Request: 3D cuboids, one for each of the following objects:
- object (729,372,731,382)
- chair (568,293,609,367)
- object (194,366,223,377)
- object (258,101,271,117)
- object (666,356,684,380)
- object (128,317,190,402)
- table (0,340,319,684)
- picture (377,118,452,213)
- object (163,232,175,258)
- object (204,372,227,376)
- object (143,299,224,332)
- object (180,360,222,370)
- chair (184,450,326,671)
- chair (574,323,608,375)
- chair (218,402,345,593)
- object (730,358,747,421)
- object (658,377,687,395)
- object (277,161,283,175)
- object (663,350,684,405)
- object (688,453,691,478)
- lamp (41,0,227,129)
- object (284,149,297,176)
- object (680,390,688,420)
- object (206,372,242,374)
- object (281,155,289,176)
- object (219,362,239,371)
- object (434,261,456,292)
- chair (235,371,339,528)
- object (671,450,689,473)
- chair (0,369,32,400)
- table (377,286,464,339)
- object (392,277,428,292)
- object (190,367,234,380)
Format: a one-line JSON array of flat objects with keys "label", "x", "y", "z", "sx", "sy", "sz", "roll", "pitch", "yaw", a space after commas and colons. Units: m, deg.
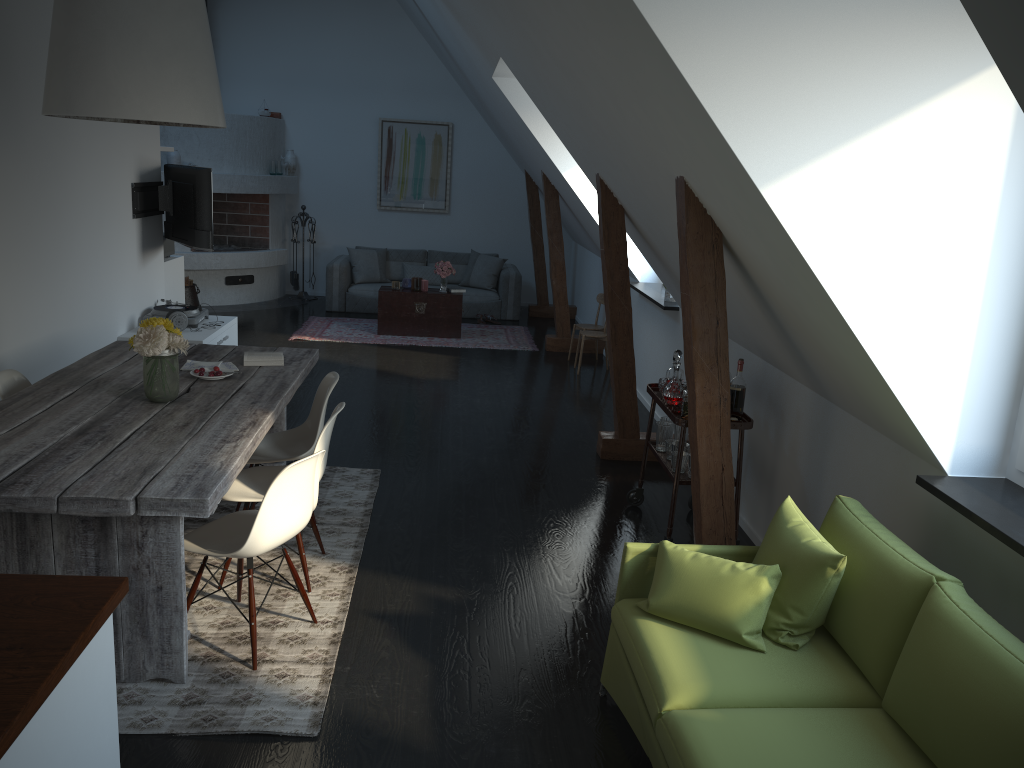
[{"label": "object", "x": 1.093, "y": 0.003, "z": 4.596, "sx": 0.067, "sy": 0.257, "sz": 0.099, "roll": 4, "pitch": 14, "yaw": 0}, {"label": "chair", "x": 0.796, "y": -0.547, "z": 8.872, "sx": 0.342, "sy": 0.696, "sz": 0.329, "roll": -2, "pitch": 15, "yaw": -21}, {"label": "object", "x": -1.474, "y": -0.057, "z": 4.312, "sx": 0.132, "sy": 0.034, "sz": 0.144, "roll": -5, "pitch": 16, "yaw": -32}, {"label": "object", "x": -3.154, "y": -3.514, "z": 11.297, "sx": 0.066, "sy": 0.221, "sz": 0.231, "roll": 10, "pitch": 15, "yaw": 25}, {"label": "object", "x": 0.904, "y": -0.061, "z": 4.914, "sx": 0.087, "sy": 0.206, "sz": 0.087, "roll": 9, "pitch": 14, "yaw": 20}, {"label": "object", "x": -1.522, "y": -0.107, "z": 3.827, "sx": 0.233, "sy": 0.365, "sz": 0.293, "roll": -5, "pitch": 16, "yaw": -33}, {"label": "table", "x": -1.626, "y": 0.435, "z": 4.005, "sx": 1.141, "sy": 0.788, "sz": 2.421, "roll": 2, "pitch": 14, "yaw": -4}, {"label": "picture", "x": -1.311, "y": -2.923, "z": 11.887, "sx": 0.965, "sy": 1.185, "sz": 0.025, "roll": 2, "pitch": 14, "yaw": -4}, {"label": "object", "x": -3.185, "y": -1.185, "z": 7.605, "sx": 0.435, "sy": 0.211, "sz": 0.496, "roll": 2, "pitch": 14, "yaw": -5}, {"label": "object", "x": -1.445, "y": -0.050, "z": 4.328, "sx": 0.110, "sy": 0.011, "sz": 0.058, "roll": 3, "pitch": 14, "yaw": -1}, {"label": "object", "x": -2.580, "y": -0.540, "z": 6.969, "sx": 0.558, "sy": 0.162, "sz": 0.742, "roll": 2, "pitch": 14, "yaw": -7}, {"label": "object", "x": -1.578, "y": -0.095, "z": 4.509, "sx": 0.182, "sy": 0.016, "sz": 0.179, "roll": 1, "pitch": 14, "yaw": -10}, {"label": "chair", "x": -0.997, "y": 0.609, "z": 3.416, "sx": 0.542, "sy": 0.801, "sz": 0.465, "roll": 9, "pitch": 15, "yaw": 21}, {"label": "chair", "x": 0.803, "y": -0.451, "z": 8.480, "sx": 0.342, "sy": 0.696, "sz": 0.329, "roll": 3, "pitch": 14, "yaw": -3}, {"label": "chair", "x": -1.030, "y": 0.471, "z": 3.976, "sx": 0.542, "sy": 0.801, "sz": 0.465, "roll": 3, "pitch": 14, "yaw": -3}, {"label": "object", "x": 1.121, "y": 0.025, "z": 4.407, "sx": 0.081, "sy": 0.308, "sz": 0.081, "roll": 1, "pitch": 14, "yaw": -12}, {"label": "object", "x": 0.904, "y": 0.032, "z": 4.774, "sx": 0.245, "sy": 0.092, "sz": 0.151, "roll": 10, "pitch": 15, "yaw": 24}, {"label": "object", "x": -2.985, "y": -2.768, "z": 11.372, "sx": 0.092, "sy": 0.180, "sz": 0.092, "roll": 8, "pitch": 14, "yaw": 18}, {"label": "object", "x": 0.852, "y": -0.036, "z": 4.618, "sx": 0.114, "sy": 0.292, "sz": 0.114, "roll": -5, "pitch": 16, "yaw": -31}, {"label": "object", "x": 0.928, "y": 0.414, "z": 4.452, "sx": 0.095, "sy": 0.119, "sz": 0.095, "roll": -9, "pitch": 18, "yaw": -41}, {"label": "lamp", "x": -1.475, "y": -2.435, "z": 3.289, "sx": 0.757, "sy": 2.813, "sz": 0.697, "roll": -10, "pitch": 19, "yaw": -43}, {"label": "object", "x": -2.919, "y": -2.900, "z": 11.679, "sx": 0.165, "sy": 0.368, "sz": 0.165, "roll": -5, "pitch": 16, "yaw": -31}, {"label": "object", "x": 0.885, "y": 0.074, "z": 4.339, "sx": 0.101, "sy": 0.211, "sz": 0.101, "roll": 6, "pitch": 14, "yaw": 10}, {"label": "object", "x": -1.407, "y": -0.056, "z": 4.334, "sx": 0.194, "sy": 0.022, "sz": 0.019, "roll": 6, "pitch": 14, "yaw": 11}, {"label": "object", "x": -2.950, "y": -2.837, "z": 11.506, "sx": 0.081, "sy": 0.258, "sz": 0.150, "roll": 11, "pitch": 15, "yaw": 28}, {"label": "object", "x": -1.494, "y": -0.087, "z": 4.500, "sx": 0.182, "sy": 0.014, "sz": 0.185, "roll": -4, "pitch": 16, "yaw": -30}, {"label": "object", "x": -0.758, "y": -1.201, "z": 9.840, "sx": 0.234, "sy": 0.351, "sz": 0.235, "roll": -9, "pitch": 19, "yaw": -43}, {"label": "chair", "x": -1.154, "y": 0.343, "z": 4.473, "sx": 0.542, "sy": 0.801, "sz": 0.465, "roll": -1, "pitch": 14, "yaw": -18}, {"label": "object", "x": 0.856, "y": 0.400, "z": 4.535, "sx": 0.092, "sy": 0.099, "sz": 0.092, "roll": -3, "pitch": 15, "yaw": -26}, {"label": "chair", "x": -2.133, "y": 0.340, "z": 4.236, "sx": 0.542, "sy": 0.801, "sz": 0.465, "roll": 2, "pitch": 14, "yaw": -8}, {"label": "table", "x": -1.021, "y": -0.806, "z": 9.914, "sx": 0.962, "sy": 0.492, "sz": 0.471, "roll": 2, "pitch": 14, "yaw": -4}, {"label": "object", "x": -1.120, "y": -1.120, "z": 9.869, "sx": 0.413, "sy": 0.138, "sz": 0.215, "roll": 5, "pitch": 14, "yaw": 7}, {"label": "object", "x": -1.462, "y": -0.047, "z": 4.326, "sx": 0.205, "sy": 0.024, "sz": 0.205, "roll": 1, "pitch": 14, "yaw": -12}]
